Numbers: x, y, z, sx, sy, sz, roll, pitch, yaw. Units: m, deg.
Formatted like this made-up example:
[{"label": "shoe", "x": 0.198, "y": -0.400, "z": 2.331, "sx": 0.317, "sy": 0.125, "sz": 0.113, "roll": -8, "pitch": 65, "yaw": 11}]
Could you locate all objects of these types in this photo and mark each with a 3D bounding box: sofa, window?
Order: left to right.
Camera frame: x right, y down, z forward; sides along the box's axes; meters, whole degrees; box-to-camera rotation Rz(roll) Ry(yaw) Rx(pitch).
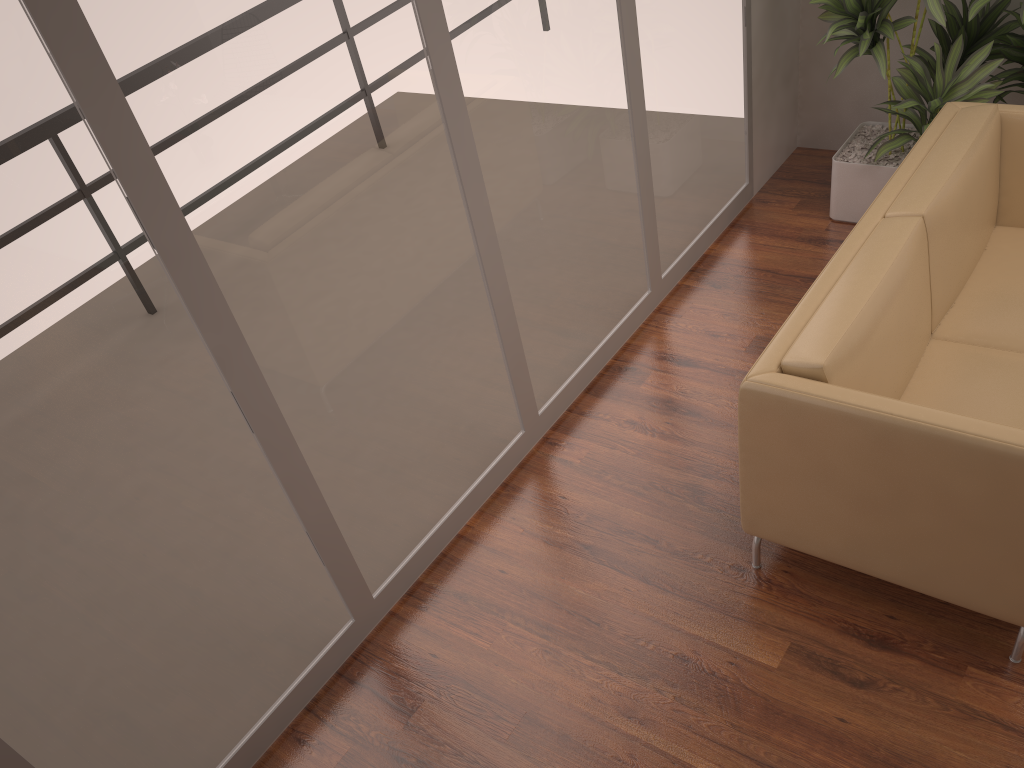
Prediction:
[{"label": "window", "x": -1.378, "y": 0.181, "z": 1.431, "sx": 0.061, "sy": 3.432, "sz": 8.276, "roll": 20, "pitch": 51, "yaw": 33}, {"label": "sofa", "x": 1.549, "y": -0.150, "z": 2.893, "sx": 0.868, "sy": 0.877, "sz": 1.741, "roll": 19, "pitch": 51, "yaw": 34}]

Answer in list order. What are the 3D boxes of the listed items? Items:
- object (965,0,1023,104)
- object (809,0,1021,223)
[{"label": "object", "x": 2.228, "y": -1.542, "z": 3.256, "sx": 0.945, "sy": 2.201, "sz": 1.056, "roll": -37, "pitch": 45, "yaw": -24}, {"label": "object", "x": 1.679, "y": -1.691, "z": 3.611, "sx": 1.061, "sy": 2.201, "sz": 0.941, "roll": -33, "pitch": 43, "yaw": -20}]
